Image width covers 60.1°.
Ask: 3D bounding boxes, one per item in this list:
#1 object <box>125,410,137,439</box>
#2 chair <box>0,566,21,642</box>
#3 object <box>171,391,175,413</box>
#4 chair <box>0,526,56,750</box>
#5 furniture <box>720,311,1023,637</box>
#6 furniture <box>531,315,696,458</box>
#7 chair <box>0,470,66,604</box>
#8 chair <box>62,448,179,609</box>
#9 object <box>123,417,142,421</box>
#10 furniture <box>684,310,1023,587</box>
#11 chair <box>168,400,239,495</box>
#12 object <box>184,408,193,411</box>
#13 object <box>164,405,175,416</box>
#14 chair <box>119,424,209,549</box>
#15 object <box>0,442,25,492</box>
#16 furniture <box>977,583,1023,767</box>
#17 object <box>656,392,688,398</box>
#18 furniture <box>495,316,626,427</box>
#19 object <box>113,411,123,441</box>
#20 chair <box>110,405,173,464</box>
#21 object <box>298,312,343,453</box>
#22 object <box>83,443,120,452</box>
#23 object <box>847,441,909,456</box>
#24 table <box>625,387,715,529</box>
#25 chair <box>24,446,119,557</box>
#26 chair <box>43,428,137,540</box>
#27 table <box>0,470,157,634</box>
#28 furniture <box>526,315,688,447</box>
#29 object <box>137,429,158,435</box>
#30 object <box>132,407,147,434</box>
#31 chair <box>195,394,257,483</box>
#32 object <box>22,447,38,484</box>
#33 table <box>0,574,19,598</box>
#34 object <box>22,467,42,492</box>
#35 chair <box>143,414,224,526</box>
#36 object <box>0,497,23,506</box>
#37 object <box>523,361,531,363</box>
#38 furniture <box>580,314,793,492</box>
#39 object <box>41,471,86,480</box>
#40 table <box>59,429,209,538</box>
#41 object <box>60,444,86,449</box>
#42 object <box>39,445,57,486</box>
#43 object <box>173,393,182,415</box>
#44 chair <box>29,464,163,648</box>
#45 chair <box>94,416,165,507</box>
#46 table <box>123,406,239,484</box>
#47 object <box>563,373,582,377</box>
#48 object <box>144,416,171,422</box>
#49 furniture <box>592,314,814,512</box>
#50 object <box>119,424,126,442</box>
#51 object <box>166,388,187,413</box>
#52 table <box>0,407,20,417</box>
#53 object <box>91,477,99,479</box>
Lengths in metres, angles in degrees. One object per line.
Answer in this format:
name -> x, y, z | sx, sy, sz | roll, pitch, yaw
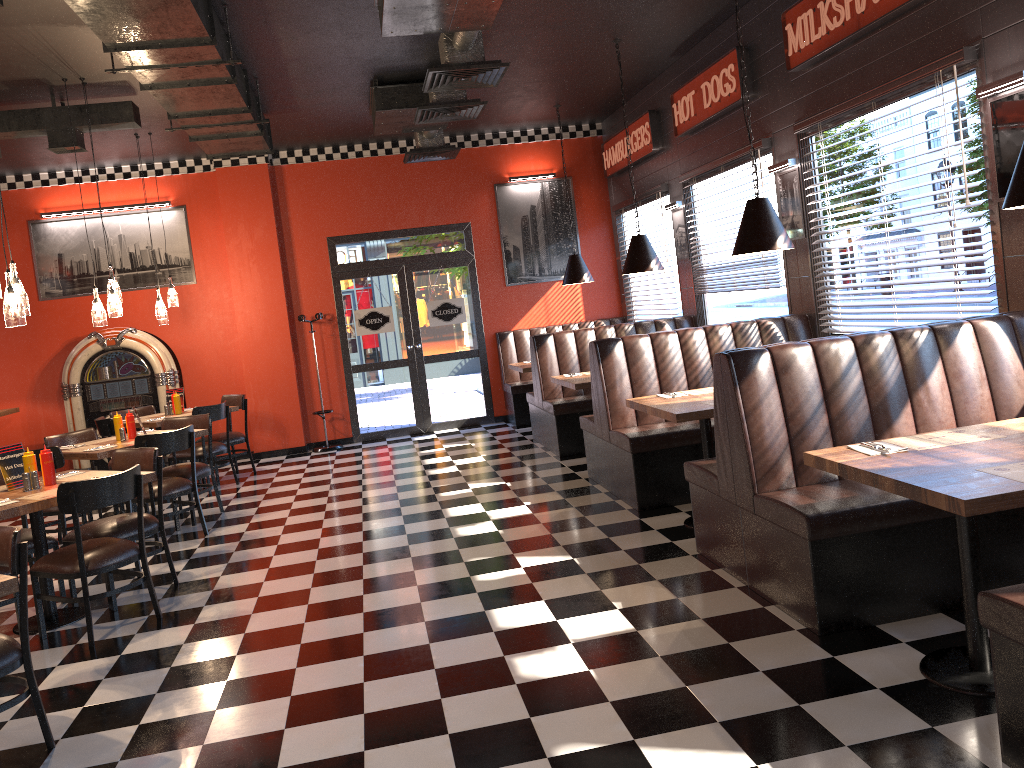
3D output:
object -> -3.110, 0.328, 7.226 | 0.068, 0.237, 0.068 | -7, 3, -4
chair -> -3.010, 1.012, 4.713 | 0.485, 0.865, 0.547 | -4, 4, 39
object -> -3.501, 0.192, 9.211 | 0.068, 0.237, 0.068 | -8, 3, -12
chair -> -2.115, 1.027, 3.370 | 0.485, 0.865, 0.547 | -5, 4, 30
furniture -> 1.954, 0.325, 4.043 | 1.711, 1.152, 0.707 | -8, 3, -9
furniture -> 1.151, -0.013, 8.751 | 1.711, 1.152, 0.707 | -8, 3, -9
chair -> -3.131, 0.958, 5.453 | 0.544, 0.865, 0.488 | -4, 5, 45
chair -> -2.438, 0.867, 5.526 | 0.485, 0.865, 0.547 | -5, 4, 36
object -> -3.921, 0.361, 9.128 | 0.254, 0.019, 0.158 | -3, 7, 38
furniture -> 1.836, 0.275, 4.738 | 1.711, 1.152, 0.707 | -8, 3, -9
chair -> -3.092, 0.636, 8.878 | 0.543, 0.865, 0.488 | -6, 4, 23
object -> -3.538, 0.278, 9.530 | 0.157, 0.019, 0.256 | -4, 6, 29
object -> -3.539, 0.256, 9.134 | 0.094, 0.136, 0.047 | -8, 3, -9
chair -> -2.690, 0.779, 6.808 | 0.543, 0.865, 0.488 | -4, 4, 40
object -> -2.908, 0.483, 5.181 | 0.072, 0.256, 0.189 | -6, 4, 21
furniture -> 2.237, 0.445, 2.384 | 1.711, 1.152, 0.707 | -8, 3, -9
object -> 1.047, 0.069, 5.765 | 0.157, 0.019, 0.255 | -8, 5, -8
furniture -> 0.750, -0.182, 11.104 | 1.711, 1.152, 0.707 | -8, 3, -9
object -> -3.201, 0.340, 7.212 | 0.068, 0.237, 0.068 | -7, 3, -4
chair -> -3.902, 0.687, 9.387 | 0.544, 0.865, 0.488 | -4, 5, 45
object -> -2.332, -0.025, 10.704 | 0.374, 1.655, 0.376 | -6, 3, 13
object -> -3.133, 0.483, 6.781 | 0.157, 0.019, 0.256 | -3, 7, 37
object -> 1.408, 0.245, 3.394 | 0.157, 0.019, 0.256 | -7, 5, -3
table -> 1.709, 0.405, 5.579 | 1.693, 0.772, 0.958 | -8, 4, -9
chair -> -3.382, 0.870, 6.735 | 0.485, 0.865, 0.547 | -5, 4, 31
chair -> -3.547, 0.825, 7.430 | 0.543, 0.865, 0.488 | -5, 4, 28
table -> -2.696, 0.986, 5.082 | 0.958, 0.772, 0.961 | -4, 5, 36
furniture -> 1.033, -0.063, 9.446 | 1.711, 1.152, 0.707 | -8, 3, -9
object -> -3.174, 0.415, 7.568 | 0.157, 0.019, 0.256 | -3, 6, 35
object -> -3.030, 0.309, 7.216 | 0.072, 0.256, 0.188 | -8, 4, -19
chair -> -3.114, 0.571, 9.605 | 0.546, 0.865, 0.485 | -10, 5, -44
object -> -2.790, 0.483, 5.133 | 0.068, 0.237, 0.068 | -7, 3, -4
table -> -2.318, 1.138, 2.954 | 0.955, 0.772, 0.964 | -4, 5, 36
object -> -2.739, 0.537, 5.042 | 0.046, 0.136, 0.094 | -4, 4, 41
chair -> -2.810, 0.725, 7.547 | 0.486, 0.865, 0.546 | -6, 4, 14
object -> -2.708, 0.628, 4.660 | 0.157, 0.019, 0.256 | -3, 7, 38
object -> 0.225, -0.266, 10.454 | 0.157, 0.019, 0.255 | -8, 5, -9
furniture -> 1.434, 0.106, 7.092 | 1.711, 1.152, 0.707 | -8, 3, -9
object -> -2.772, 0.564, 5.436 | 0.157, 0.019, 0.256 | -4, 6, 28
table -> -3.113, 0.842, 7.183 | 0.958, 0.772, 0.961 | -4, 5, 36
object -> -3.541, 0.501, 7.123 | 0.254, 0.019, 0.158 | -4, 6, 29
object -> -2.698, 0.470, 5.146 | 0.068, 0.237, 0.068 | -7, 3, -4
object -> -3.450, 0.192, 9.133 | 0.068, 0.237, 0.068 | -8, 3, -12
chair -> -2.274, 0.911, 4.830 | 0.543, 0.865, 0.488 | -5, 4, 33
chair -> -3.786, 0.728, 8.793 | 0.546, 0.865, 0.486 | -9, 4, -34
table -> -3.479, 0.702, 9.176 | 0.958, 0.772, 0.961 | -4, 5, 36
object -> 0.554, -0.086, 8.078 | 0.157, 0.019, 0.256 | -7, 5, -4
object -> -3.488, 0.343, 8.753 | 0.157, 0.019, 0.256 | -3, 7, 39
furniture -> 1.553, 0.156, 6.397 | 1.711, 1.152, 0.707 | -8, 3, -9
object -> -3.137, 0.392, 7.135 | 0.047, 0.136, 0.094 | -8, 4, -19
object -> -3.541, 0.178, 9.309 | 0.188, 0.256, 0.072 | -7, 3, 1
table -> -5.687, 0.863, 9.107 | 0.696, 0.997, 1.695 | -8, 5, -9
object -> -2.354, 0.545, 5.086 | 0.254, 0.019, 0.158 | -3, 6, 35
